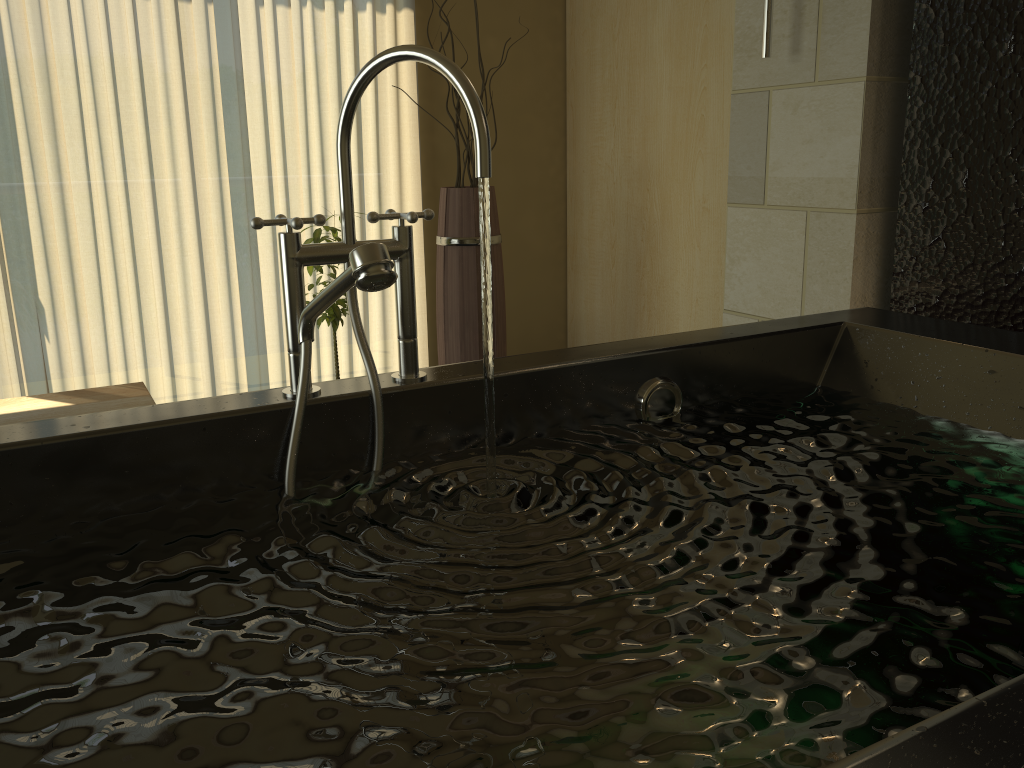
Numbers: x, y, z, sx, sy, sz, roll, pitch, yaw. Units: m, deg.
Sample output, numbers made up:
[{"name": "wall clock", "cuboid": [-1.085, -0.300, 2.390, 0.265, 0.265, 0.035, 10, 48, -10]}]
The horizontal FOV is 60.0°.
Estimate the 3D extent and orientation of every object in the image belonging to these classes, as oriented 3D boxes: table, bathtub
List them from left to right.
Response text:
[{"name": "table", "cuboid": [-1.525, 0.315, 2.372, 1.125, 0.399, 0.514, -9, 16, -27]}, {"name": "bathtub", "cuboid": [0.063, 0.214, 0.935, 2.134, 1.158, 1.070, -9, 16, -27]}]

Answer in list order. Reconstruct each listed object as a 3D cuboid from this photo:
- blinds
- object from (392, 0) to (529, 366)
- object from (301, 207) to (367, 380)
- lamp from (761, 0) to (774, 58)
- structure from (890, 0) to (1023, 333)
[{"name": "blinds", "cuboid": [-1.090, -1.015, 3.081, 1.946, 2.571, 0.064, -9, 16, -29]}, {"name": "object", "cuboid": [-0.196, -0.774, 2.973, 0.468, 2.172, 0.464, 4, 15, 21]}, {"name": "object", "cuboid": [-0.561, -0.102, 2.861, 0.242, 0.926, 0.267, 1, 14, 10]}, {"name": "lamp", "cuboid": [0.633, -1.221, 2.122, 0.188, 0.834, 0.176, -8, 15, -27]}, {"name": "structure", "cuboid": [1.075, -0.341, 1.853, 0.094, 2.060, 0.642, -8, 15, -27]}]
